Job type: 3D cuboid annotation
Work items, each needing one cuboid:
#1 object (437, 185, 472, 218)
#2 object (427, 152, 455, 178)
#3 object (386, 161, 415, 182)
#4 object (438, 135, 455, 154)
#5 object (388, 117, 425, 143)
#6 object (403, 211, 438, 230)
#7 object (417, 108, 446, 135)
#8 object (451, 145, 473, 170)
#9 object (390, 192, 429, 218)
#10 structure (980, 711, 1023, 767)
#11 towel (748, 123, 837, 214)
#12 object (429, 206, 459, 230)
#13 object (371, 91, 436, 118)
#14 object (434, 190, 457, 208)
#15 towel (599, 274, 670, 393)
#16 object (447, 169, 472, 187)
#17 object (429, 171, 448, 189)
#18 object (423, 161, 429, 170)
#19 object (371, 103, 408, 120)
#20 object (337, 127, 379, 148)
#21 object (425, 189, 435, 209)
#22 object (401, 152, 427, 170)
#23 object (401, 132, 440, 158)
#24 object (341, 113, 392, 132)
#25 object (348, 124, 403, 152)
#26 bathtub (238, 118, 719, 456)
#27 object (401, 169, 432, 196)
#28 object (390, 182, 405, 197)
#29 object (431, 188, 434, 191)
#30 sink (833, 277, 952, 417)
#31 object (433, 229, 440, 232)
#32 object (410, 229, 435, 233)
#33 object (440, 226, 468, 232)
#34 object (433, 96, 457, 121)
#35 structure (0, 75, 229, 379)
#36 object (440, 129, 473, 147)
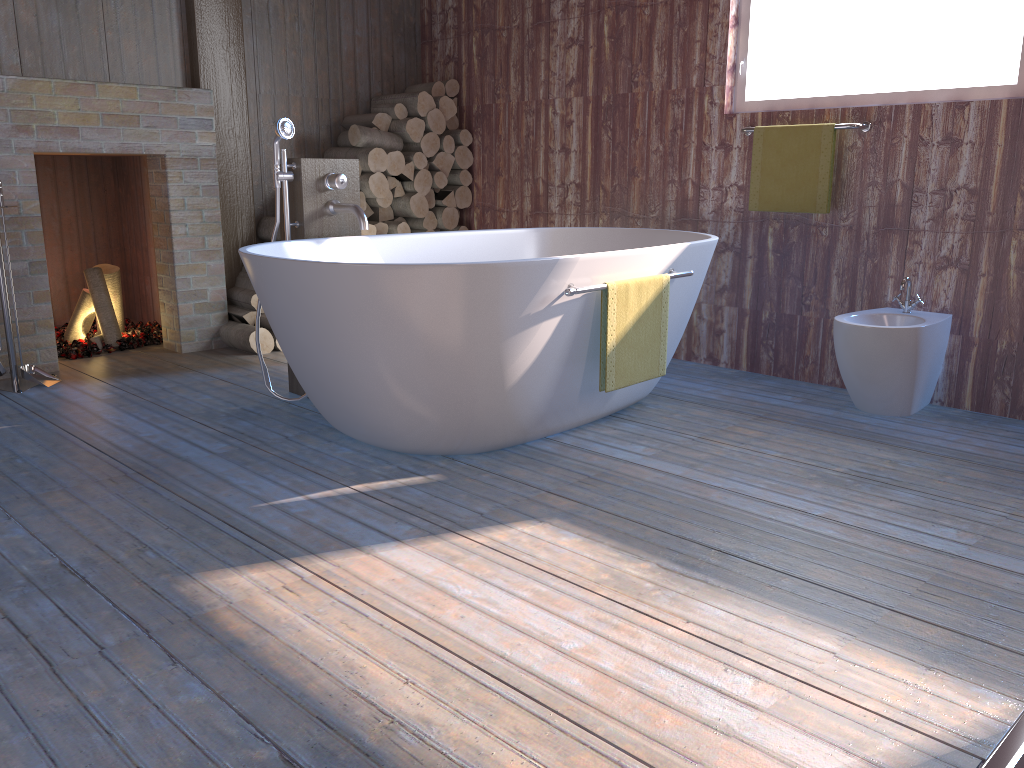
[{"bbox_3d":[-0.441,-1.105,5.471,0.137,0.256,0.439,-12,18,-43],"label":"object"},{"bbox_3d":[-0.560,-1.315,5.327,0.172,0.151,0.482,-12,18,-42],"label":"object"},{"bbox_3d":[-0.734,-1.222,5.127,0.424,0.124,0.109,13,18,43],"label":"object"},{"bbox_3d":[-0.516,-1.429,5.301,0.089,0.106,0.437,-12,18,-42],"label":"object"},{"bbox_3d":[-0.699,-1.469,5.135,0.139,0.148,0.458,-12,18,-43],"label":"object"},{"bbox_3d":[-0.588,-0.982,5.301,0.301,0.113,0.114,12,18,42],"label":"object"},{"bbox_3d":[-0.588,-1.534,5.206,0.437,0.143,0.141,13,18,42],"label":"object"},{"bbox_3d":[-0.434,-1.382,5.402,0.147,0.152,0.439,-12,18,-43],"label":"object"},{"bbox_3d":[-0.688,-1.057,5.218,0.437,0.143,0.141,13,18,42],"label":"object"},{"bbox_3d":[1.286,0.657,1.238,1.000,0.067,1.000,-13,18,-43],"label":"structure"},{"bbox_3d":[1.184,-0.911,3.761,0.032,0.361,0.370,-13,18,-43],"label":"towel"},{"bbox_3d":[-0.521,-1.017,5.407,0.437,0.133,0.137,13,18,42],"label":"object"},{"bbox_3d":[-0.637,-1.618,5.162,0.135,0.139,0.456,-12,18,-42],"label":"object"},{"bbox_3d":[-0.515,-1.130,5.375,0.115,0.112,0.423,-12,18,-43],"label":"object"},{"bbox_3d":[0.417,-0.177,2.992,0.032,0.361,0.370,12,18,40],"label":"towel"},{"bbox_3d":[-0.426,-1.267,5.433,0.102,0.109,0.438,-12,18,-43],"label":"object"},{"bbox_3d":[-0.564,-1.226,5.300,0.102,0.109,0.438,-12,18,-43],"label":"object"},{"bbox_3d":[-0.604,-1.268,5.221,0.095,0.090,0.278,-12,18,-42],"label":"object"},{"bbox_3d":[-0.702,-1.554,5.070,0.094,0.097,0.227,-12,18,-42],"label":"object"},{"bbox_3d":[-0.875,-1.398,5.084,0.113,0.130,0.291,-12,18,-42],"label":"object"},{"bbox_3d":[-0.596,-1.108,5.279,0.302,0.118,0.111,13,18,43],"label":"object"},{"bbox_3d":[-0.670,-1.306,5.171,0.102,0.109,0.438,-12,18,-43],"label":"object"},{"bbox_3d":[-0.617,-1.395,5.210,0.143,0.151,0.440,-12,18,-43],"label":"object"},{"bbox_3d":[-0.838,-1.490,5.102,0.140,0.121,0.319,-12,18,-42],"label":"object"},{"bbox_3d":[-0.756,-1.357,4.930,0.302,0.157,0.121,-12,18,-42],"label":"object"},{"bbox_3d":[-0.018,-0.424,3.317,1.935,1.109,1.460,-5,14,-22],"label":"bathtub"},{"bbox_3d":[-0.657,-1.185,5.219,0.136,0.157,0.439,-12,18,-42],"label":"object"},{"bbox_3d":[-0.736,-1.136,5.156,0.085,0.096,0.280,-12,18,-42],"label":"object"},{"bbox_3d":[-0.547,-1.145,5.321,0.177,0.069,0.065,13,18,43],"label":"object"},{"bbox_3d":[1.443,-0.141,3.403,0.515,0.517,0.335,-12,18,-42],"label":"sink"},{"bbox_3d":[-0.594,-0.917,5.490,0.319,0.106,0.118,12,18,42],"label":"object"},{"bbox_3d":[-0.584,-0.877,5.324,0.289,0.117,0.116,12,18,42],"label":"object"},{"bbox_3d":[-0.457,-0.924,5.514,0.455,0.137,0.139,13,18,42],"label":"object"},{"bbox_3d":[-0.525,-1.629,5.276,0.133,0.142,0.456,-12,18,-42],"label":"object"},{"bbox_3d":[-1.967,-0.749,4.251,1.130,1.330,0.226,-13,18,-43],"label":"structure"},{"bbox_3d":[-0.422,-1.493,5.382,0.102,0.109,0.438,-12,18,-43],"label":"object"}]
